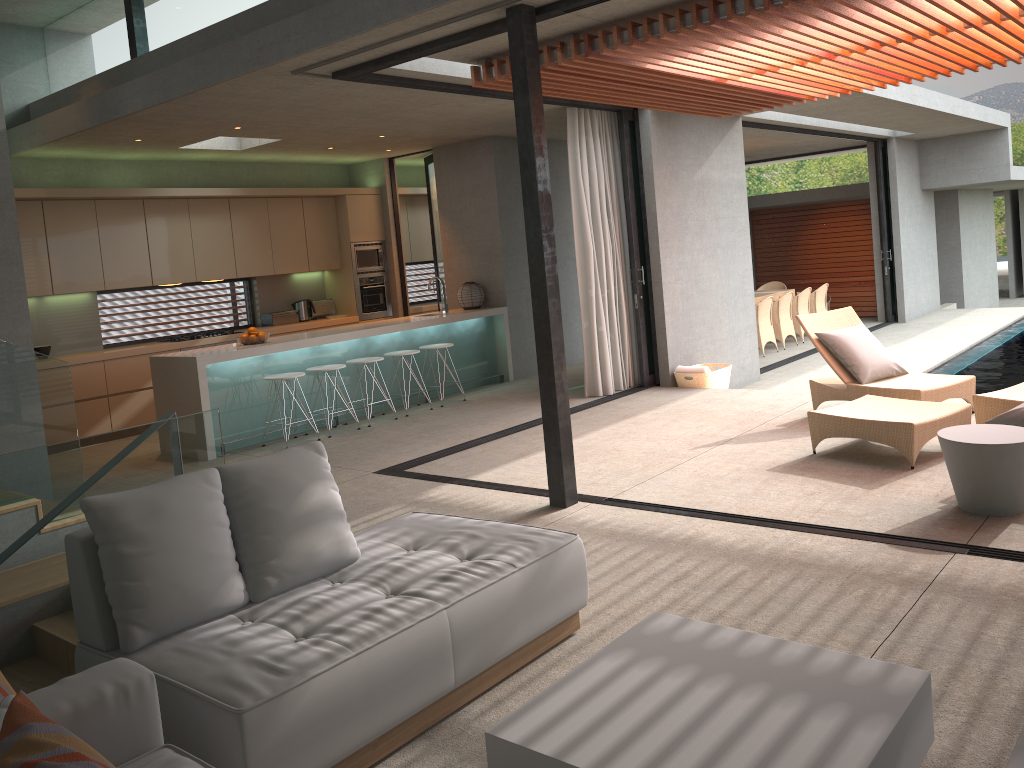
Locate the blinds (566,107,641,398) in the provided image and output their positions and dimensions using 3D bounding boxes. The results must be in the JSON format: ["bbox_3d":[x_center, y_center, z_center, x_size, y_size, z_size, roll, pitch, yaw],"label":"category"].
[{"bbox_3d":[0.944,-1.379,9.188,0.229,2.917,0.891,-2,5,37],"label":"blinds"}]

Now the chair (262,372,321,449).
[{"bbox_3d":[-2.028,0.230,7.999,0.381,0.620,0.385,-1,7,40],"label":"chair"}]

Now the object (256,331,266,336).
[{"bbox_3d":[-2.396,-0.455,8.450,0.094,0.094,0.095,-2,7,29],"label":"object"}]

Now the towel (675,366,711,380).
[{"bbox_3d":[1.952,-0.048,9.304,0.369,0.310,0.312,0,8,41],"label":"towel"}]

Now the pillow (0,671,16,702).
[{"bbox_3d":[-1.078,0.762,1.662,0.279,0.501,0.701,-6,7,-6],"label":"pillow"}]

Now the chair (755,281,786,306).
[{"bbox_3d":[4.736,-1.435,16.273,0.617,0.858,0.635,-1,7,40],"label":"chair"}]

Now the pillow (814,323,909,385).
[{"bbox_3d":[2.866,-0.255,7.246,0.612,0.425,0.428,-9,7,-31],"label":"pillow"}]

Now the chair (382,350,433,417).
[{"bbox_3d":[-1.104,-0.018,9.106,0.381,0.620,0.385,-1,7,40],"label":"chair"}]

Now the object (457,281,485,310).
[{"bbox_3d":[-0.501,-1.080,10.775,0.339,0.332,0.343,-1,7,32],"label":"object"}]

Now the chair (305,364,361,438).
[{"bbox_3d":[-1.726,0.149,8.360,0.381,0.620,0.385,-1,7,40],"label":"chair"}]

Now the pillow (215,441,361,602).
[{"bbox_3d":[-0.841,0.501,3.339,0.266,0.480,0.496,-1,7,41],"label":"pillow"}]

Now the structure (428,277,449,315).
[{"bbox_3d":[-0.881,-1.023,10.265,0.258,0.439,0.098,-1,6,40],"label":"structure"}]

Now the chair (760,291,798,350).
[{"bbox_3d":[4.052,-0.991,13.691,0.629,0.858,0.622,-1,7,40],"label":"chair"}]

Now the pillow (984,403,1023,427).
[{"bbox_3d":[3.119,0.179,5.018,0.599,0.193,0.594,-11,10,-38],"label":"pillow"}]

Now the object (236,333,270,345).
[{"bbox_3d":[-2.456,-0.422,8.390,0.315,0.081,0.318,2,11,40],"label":"object"}]

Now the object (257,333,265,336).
[{"bbox_3d":[-2.372,-0.442,8.361,0.087,0.086,0.087,-2,7,31],"label":"object"}]

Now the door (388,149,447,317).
[{"bbox_3d":[-1.607,0.052,6.035,5.765,4.444,15.469,-4,8,13],"label":"door"}]

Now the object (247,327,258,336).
[{"bbox_3d":[-2.473,-0.497,8.419,0.095,0.094,0.094,-9,7,-29],"label":"object"}]

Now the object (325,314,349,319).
[{"bbox_3d":[-2.273,-0.878,11.515,0.309,0.034,0.313,-4,8,9],"label":"object"}]

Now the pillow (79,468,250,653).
[{"bbox_3d":[-1.151,0.572,2.973,0.238,0.495,0.496,-1,7,41],"label":"pillow"}]

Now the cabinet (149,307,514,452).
[{"bbox_3d":[-1.638,-0.148,9.374,0.800,0.893,4.156,0,9,40],"label":"cabinet"}]

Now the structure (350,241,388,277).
[{"bbox_3d":[-2.057,-1.670,11.850,0.459,0.435,0.601,0,9,40],"label":"structure"}]

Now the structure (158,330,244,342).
[{"bbox_3d":[-3.541,-0.529,10.083,0.463,0.090,0.846,2,11,40],"label":"structure"}]

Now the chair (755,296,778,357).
[{"bbox_3d":[3.580,-0.865,13.128,0.629,0.858,0.622,-1,7,40],"label":"chair"}]

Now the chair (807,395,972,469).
[{"bbox_3d":[2.949,0.094,5.310,0.704,0.822,2.299,-9,9,-34],"label":"chair"}]

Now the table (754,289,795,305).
[{"bbox_3d":[3.458,-1.030,14.672,1.279,0.752,3.285,1,10,40],"label":"table"}]

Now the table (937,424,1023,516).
[{"bbox_3d":[2.502,0.454,4.633,0.474,0.391,0.479,-3,7,22],"label":"table"}]

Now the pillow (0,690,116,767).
[{"bbox_3d":[-0.593,0.788,1.275,0.312,0.491,0.739,-8,7,-26],"label":"pillow"}]

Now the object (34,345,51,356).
[{"bbox_3d":[-4.757,-0.319,8.953,0.169,0.126,0.171,-2,8,27],"label":"object"}]

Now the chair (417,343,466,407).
[{"bbox_3d":[-0.783,-0.104,9.491,0.381,0.620,0.385,-1,7,40],"label":"chair"}]

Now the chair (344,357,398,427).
[{"bbox_3d":[-1.420,0.067,8.725,0.381,0.620,0.385,-1,7,40],"label":"chair"}]

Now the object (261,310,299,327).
[{"bbox_3d":[-2.933,-0.831,11.180,0.240,0.159,0.404,1,10,40],"label":"object"}]

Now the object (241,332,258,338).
[{"bbox_3d":[-2.478,-0.432,8.334,0.174,0.099,0.097,-6,6,-5],"label":"object"}]

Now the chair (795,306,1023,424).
[{"bbox_3d":[3.272,-0.126,6.597,0.704,0.822,2.300,-8,8,-30],"label":"chair"}]

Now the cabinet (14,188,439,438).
[{"bbox_3d":[-2.445,-1.073,10.448,1.963,2.550,7.535,-1,9,40],"label":"cabinet"}]

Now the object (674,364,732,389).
[{"bbox_3d":[2.048,-0.017,9.425,0.445,0.299,0.686,1,10,40],"label":"object"}]

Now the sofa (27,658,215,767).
[{"bbox_3d":[-0.042,1.026,0.866,3.457,0.748,1.058,2,10,40],"label":"sofa"}]

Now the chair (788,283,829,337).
[{"bbox_3d":[4.995,-1.244,14.818,0.629,0.858,0.622,-1,7,40],"label":"chair"}]

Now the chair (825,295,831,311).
[{"bbox_3d":[6.771,-1.537,19.697,0.632,0.858,0.620,-7,6,-20],"label":"chair"}]

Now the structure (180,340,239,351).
[{"bbox_3d":[-3.323,-0.205,9.942,0.079,0.497,0.835,-2,8,40],"label":"structure"}]

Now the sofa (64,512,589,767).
[{"bbox_3d":[-0.594,0.734,3.244,1.012,0.728,1.610,1,9,40],"label":"sofa"}]

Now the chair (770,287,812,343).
[{"bbox_3d":[4.524,-1.117,14.255,0.629,0.858,0.622,-1,7,40],"label":"chair"}]

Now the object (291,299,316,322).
[{"bbox_3d":[-2.695,-0.951,11.410,0.280,0.284,0.177,-11,8,-44],"label":"object"}]

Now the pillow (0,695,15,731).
[{"bbox_3d":[-0.855,0.810,1.463,0.239,0.402,0.598,-6,7,-6],"label":"pillow"}]

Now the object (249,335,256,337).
[{"bbox_3d":[-2.433,-0.423,8.304,0.081,0.080,0.081,-7,6,-21],"label":"object"}]

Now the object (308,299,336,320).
[{"bbox_3d":[-2.528,-0.987,11.683,0.150,0.246,0.393,-1,8,40],"label":"object"}]

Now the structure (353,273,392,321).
[{"bbox_3d":[-1.997,-1.166,11.871,0.497,0.576,0.601,0,8,40],"label":"structure"}]
